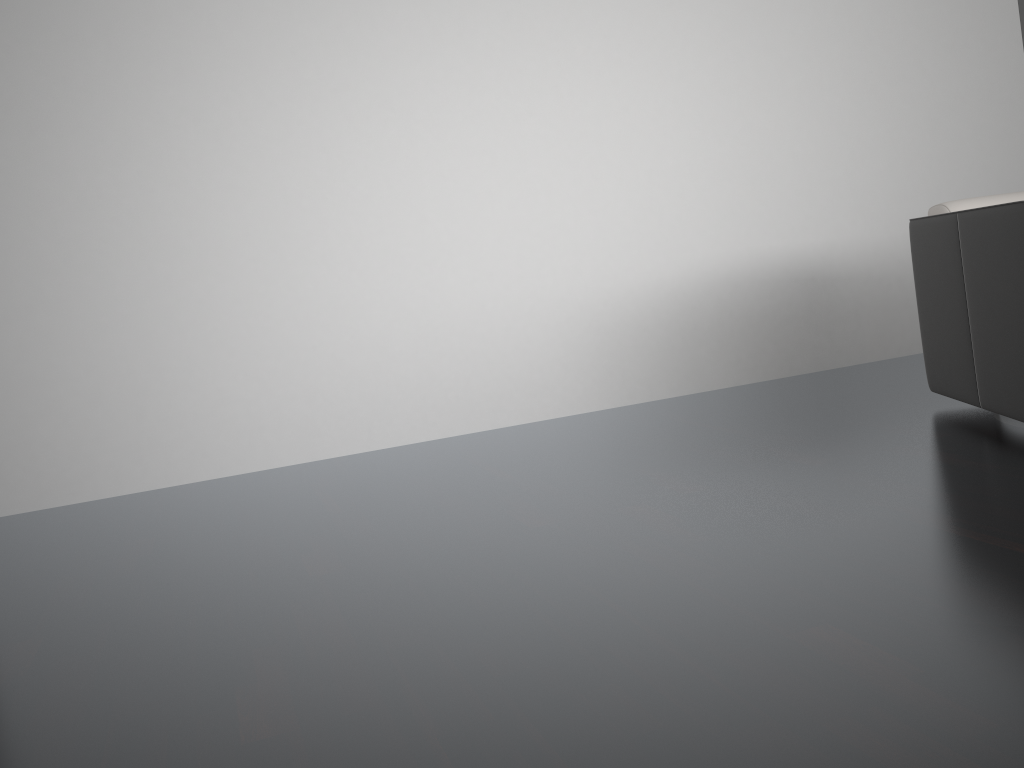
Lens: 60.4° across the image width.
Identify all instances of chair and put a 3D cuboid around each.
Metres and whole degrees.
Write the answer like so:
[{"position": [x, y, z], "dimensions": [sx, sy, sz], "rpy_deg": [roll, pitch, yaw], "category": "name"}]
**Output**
[{"position": [1.773, -0.289, 2.674], "dimensions": [0.766, 0.660, 0.925], "rpy_deg": [-6, 4, 5], "category": "chair"}]
